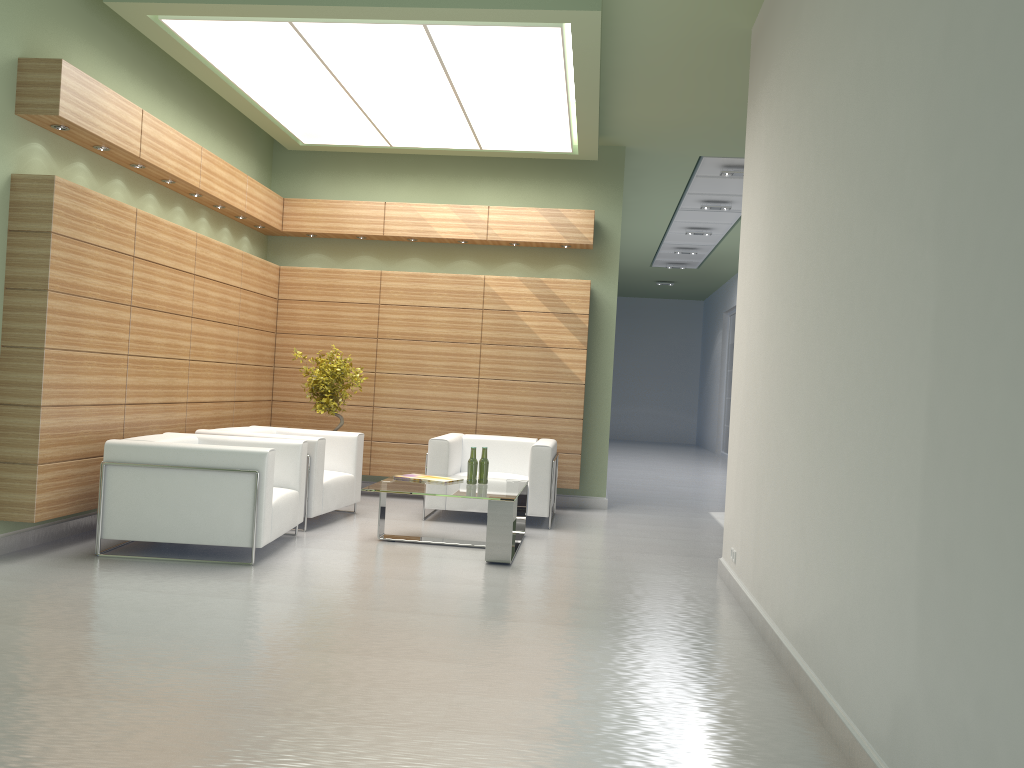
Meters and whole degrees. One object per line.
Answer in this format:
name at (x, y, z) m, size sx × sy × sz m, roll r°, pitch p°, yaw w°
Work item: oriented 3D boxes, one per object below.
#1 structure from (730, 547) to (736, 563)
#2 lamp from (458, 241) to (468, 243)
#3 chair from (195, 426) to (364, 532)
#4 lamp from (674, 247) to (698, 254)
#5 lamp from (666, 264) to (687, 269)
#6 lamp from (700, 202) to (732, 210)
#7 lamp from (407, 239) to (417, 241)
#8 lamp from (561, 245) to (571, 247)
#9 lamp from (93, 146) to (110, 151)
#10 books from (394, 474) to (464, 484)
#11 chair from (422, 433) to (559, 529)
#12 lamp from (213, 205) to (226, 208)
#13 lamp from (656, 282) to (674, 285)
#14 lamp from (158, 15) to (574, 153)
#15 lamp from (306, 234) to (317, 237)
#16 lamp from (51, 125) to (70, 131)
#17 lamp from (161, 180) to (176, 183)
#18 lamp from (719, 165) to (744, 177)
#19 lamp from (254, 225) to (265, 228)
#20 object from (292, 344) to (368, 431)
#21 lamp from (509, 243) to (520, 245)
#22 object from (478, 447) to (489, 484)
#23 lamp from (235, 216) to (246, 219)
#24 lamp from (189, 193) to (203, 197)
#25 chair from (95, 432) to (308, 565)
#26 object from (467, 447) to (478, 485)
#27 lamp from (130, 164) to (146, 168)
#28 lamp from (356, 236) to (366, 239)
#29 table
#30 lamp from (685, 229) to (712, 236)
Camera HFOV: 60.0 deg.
structure at (2.371, 1.830, 9.496) m, size 0.017 × 0.118 × 0.262 m, roll 3°, pitch 0°, yaw 5°
lamp at (-0.851, -2.494, 15.399) m, size 0.181 × 0.074 × 0.181 m, roll 3°, pitch 0°, yaw 0°
chair at (-3.244, 1.283, 12.585) m, size 1.769 × 1.234 × 1.894 m, roll 3°, pitch 0°, yaw 10°
lamp at (5.083, -3.888, 25.915) m, size 0.657 × 0.159 × 0.286 m, roll 3°, pitch 0°, yaw 5°
lamp at (5.359, -3.858, 28.950) m, size 0.657 × 0.159 × 0.286 m, roll 3°, pitch 0°, yaw 5°
lamp at (4.511, -3.949, 19.619) m, size 0.657 × 0.159 × 0.286 m, roll 3°, pitch 0°, yaw 5°
lamp at (-1.737, -2.544, 15.480) m, size 0.181 × 0.074 × 0.181 m, roll 3°, pitch 0°, yaw -34°
lamp at (0.927, -2.392, 15.237) m, size 0.181 × 0.074 × 0.181 m, roll 3°, pitch 0°, yaw 0°
lamp at (-4.721, -2.739, 10.208) m, size 0.181 × 0.074 × 0.181 m, roll 3°, pitch 0°, yaw -12°
books at (-1.089, 1.236, 11.611) m, size 0.762 × 0.025 × 0.508 m, roll 3°, pitch 0°, yaw 25°
chair at (-0.276, 1.458, 13.760) m, size 1.894 × 1.234 × 1.802 m, roll 3°, pitch 0°, yaw 5°
lamp at (-4.429, -2.708, 13.422) m, size 0.181 × 0.074 × 0.181 m, roll 3°, pitch 0°, yaw -12°
lamp at (5.764, -3.815, 33.395) m, size 0.657 × 0.159 × 0.286 m, roll 3°, pitch 0°, yaw 5°
lamp at (-1.487, -4.133, 12.332) m, size 4.571 × 0.325 × 5.060 m, roll 3°, pitch 0°, yaw 5°
lamp at (-3.535, -2.646, 15.645) m, size 0.181 × 0.074 × 0.181 m, roll 3°, pitch 0°, yaw 0°
lamp at (-4.793, -2.746, 9.415) m, size 0.181 × 0.074 × 0.181 m, roll 3°, pitch 0°, yaw -23°
lamp at (-4.575, -2.723, 11.816) m, size 0.181 × 0.074 × 0.181 m, roll 3°, pitch 0°, yaw -23°
lamp at (4.234, -3.978, 16.580) m, size 0.657 × 0.159 × 0.286 m, roll 3°, pitch 0°, yaw 5°
lamp at (-4.281, -2.692, 15.044) m, size 0.181 × 0.074 × 0.181 m, roll 3°, pitch 0°, yaw -12°
object at (-3.016, 0.628, 14.211) m, size 1.201 × 2.565 × 1.116 m, roll 3°, pitch 0°, yaw -27°
lamp at (0.047, -2.443, 15.317) m, size 0.181 × 0.074 × 0.181 m, roll 3°, pitch 0°, yaw -34°
object at (-0.364, 1.052, 11.446) m, size 0.131 × 0.475 × 0.131 m, roll 3°, pitch 0°, yaw -30°
lamp at (-4.354, -2.700, 14.239) m, size 0.181 × 0.074 × 0.181 m, roll 3°, pitch 0°, yaw -23°
lamp at (-4.501, -2.715, 12.627) m, size 0.181 × 0.074 × 0.181 m, roll 3°, pitch 0°, yaw -12°
chair at (-3.472, 1.260, 10.271) m, size 1.802 × 1.234 × 1.894 m, roll 3°, pitch 0°, yaw 0°
object at (-0.503, 1.043, 11.337) m, size 0.131 × 0.475 × 0.131 m, roll 3°, pitch 0°, yaw -30°
lamp at (-4.647, -2.731, 11.017) m, size 0.181 × 0.074 × 0.181 m, roll 3°, pitch 0°, yaw -12°
lamp at (-2.642, -2.596, 15.563) m, size 0.181 × 0.074 × 0.181 m, roll 3°, pitch 0°, yaw 0°
table at (-0.778, 1.638, 11.226) m, size 1.783 × 0.742 × 2.197 m, roll 3°, pitch 0°, yaw 5°
lamp at (4.799, -3.918, 22.794) m, size 0.657 × 0.159 × 0.286 m, roll 3°, pitch 0°, yaw 5°
